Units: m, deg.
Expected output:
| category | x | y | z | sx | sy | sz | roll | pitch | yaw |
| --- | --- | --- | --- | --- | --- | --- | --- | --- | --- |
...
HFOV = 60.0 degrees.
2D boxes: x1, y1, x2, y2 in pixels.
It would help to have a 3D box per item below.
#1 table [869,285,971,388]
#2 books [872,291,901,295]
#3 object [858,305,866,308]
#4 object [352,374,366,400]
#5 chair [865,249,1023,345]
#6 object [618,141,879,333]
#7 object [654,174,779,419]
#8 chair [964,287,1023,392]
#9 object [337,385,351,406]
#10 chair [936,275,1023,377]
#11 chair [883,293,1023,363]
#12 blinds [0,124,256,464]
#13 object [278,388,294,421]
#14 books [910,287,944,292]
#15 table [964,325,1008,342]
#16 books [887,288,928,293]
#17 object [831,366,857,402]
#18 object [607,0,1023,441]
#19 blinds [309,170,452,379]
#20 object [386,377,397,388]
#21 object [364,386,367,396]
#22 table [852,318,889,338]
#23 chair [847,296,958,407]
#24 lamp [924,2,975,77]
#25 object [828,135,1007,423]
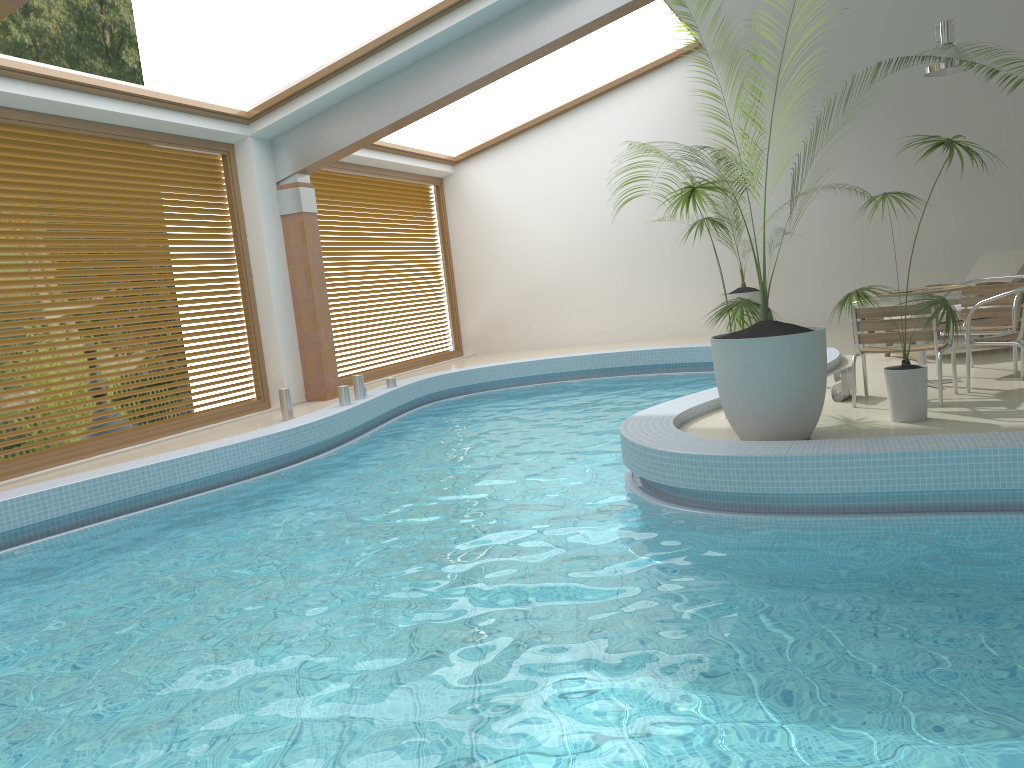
| category | x | y | z | sx | sy | sz | roll | pitch | yaw |
| --- | --- | --- | --- | --- | --- | --- | --- | --- | --- |
| table | 3.075 | -0.347 | 6.668 | 0.700 | 0.720 | 0.700 | -1 | 8 | 41 |
| books | 2.823 | -0.680 | 6.622 | 0.241 | 0.004 | 0.166 | -10 | 7 | -26 |
| object | 4.261 | -0.897 | 10.791 | 0.102 | 0.137 | 0.102 | -2 | 8 | 37 |
| object | -1.629 | 0.032 | 9.437 | 0.115 | 0.254 | 0.115 | -10 | 7 | -27 |
| chair | 5.003 | -1.001 | 9.970 | 1.903 | 0.866 | 0.861 | -8 | 6 | -15 |
| object | 3.275 | -2.117 | 12.212 | 2.979 | 2.960 | 2.729 | -8 | 6 | -13 |
| object | 1.444 | -0.606 | 6.203 | 0.791 | 1.695 | 1.059 | -5 | 6 | 9 |
| chair | 3.503 | -0.340 | 6.075 | 0.618 | 0.727 | 0.563 | -9 | 7 | -25 |
| object | -1.706 | 0.117 | 9.018 | 0.115 | 0.194 | 0.115 | -10 | 7 | -27 |
| chair | 3.708 | -0.456 | 6.918 | 0.563 | 0.727 | 0.618 | -11 | 8 | -35 |
| chair | 4.541 | -0.761 | 8.260 | 1.903 | 0.866 | 0.861 | -6 | 6 | 1 |
| blinds | -3.923 | -0.880 | 8.367 | 0.095 | 2.921 | 4.200 | -4 | 7 | 22 |
| object | -2.283 | 0.205 | 8.966 | 0.115 | 0.320 | 0.115 | -9 | 7 | -19 |
| books | 3.028 | -0.694 | 6.538 | 0.241 | 0.004 | 0.166 | -10 | 7 | -26 |
| table | 4.775 | -0.553 | 8.944 | 0.283 | 0.255 | 0.320 | -6 | 6 | 1 |
| books | 2.930 | -0.692 | 6.577 | 0.241 | 0.004 | 0.166 | -10 | 7 | -26 |
| object | 2.426 | -0.003 | 6.490 | 0.081 | 0.223 | 0.272 | -1 | 8 | 42 |
| object | 1.463 | -1.160 | 5.358 | 2.979 | 2.960 | 2.729 | -1 | 8 | 39 |
| blinds | -2.025 | -1.617 | 13.139 | 0.095 | 2.921 | 4.414 | -4 | 7 | 22 |
| object | -1.406 | -0.018 | 10.342 | 0.115 | 0.107 | 0.115 | -9 | 7 | -19 |
| object | -1.645 | 0.081 | 9.682 | 0.115 | 0.107 | 0.115 | -9 | 7 | -19 |
| table | 4.346 | -0.701 | 10.732 | 0.283 | 0.255 | 0.320 | -8 | 6 | -15 |
| chair | 2.684 | -0.253 | 6.123 | 0.618 | 0.727 | 0.563 | -2 | 8 | 34 |
| lamp | 4.768 | -4.458 | 9.786 | 0.506 | 1.958 | 0.505 | -4 | 7 | 22 |
| object | 2.443 | -0.627 | 5.377 | 0.791 | 1.695 | 1.059 | -10 | 7 | -32 |
